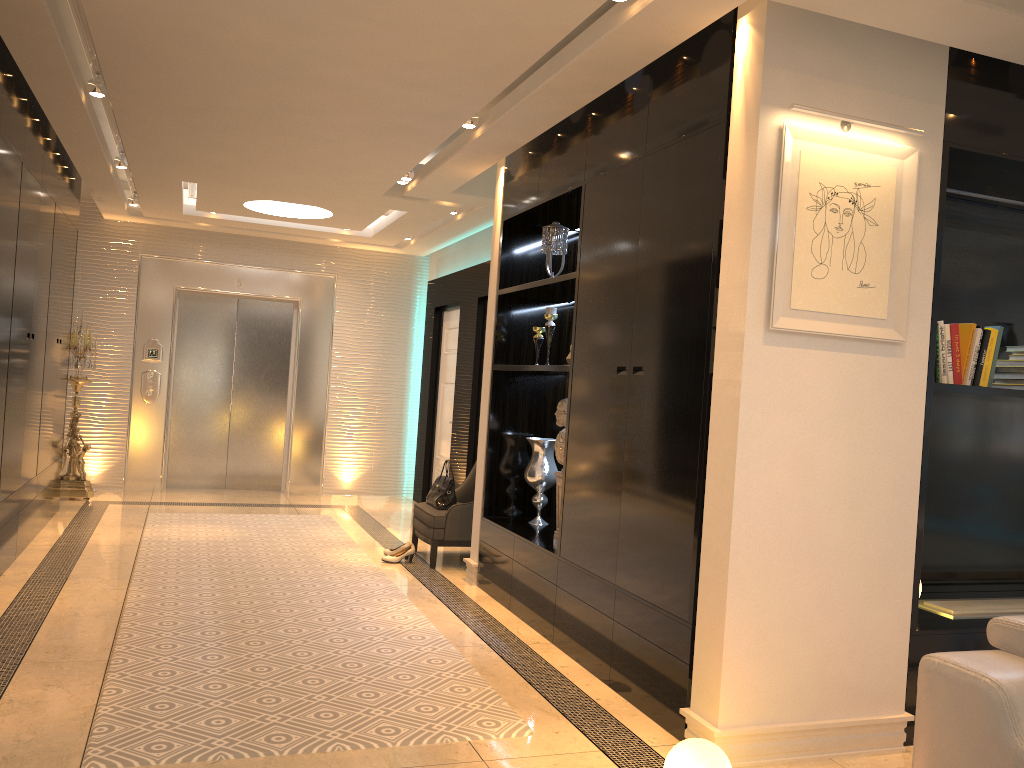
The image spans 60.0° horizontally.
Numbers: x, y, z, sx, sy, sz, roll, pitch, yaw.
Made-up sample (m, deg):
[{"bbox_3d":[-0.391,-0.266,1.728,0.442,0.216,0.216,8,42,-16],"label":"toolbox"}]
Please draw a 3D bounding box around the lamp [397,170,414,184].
[{"bbox_3d":[-0.757,-1.486,6.251,0.107,0.127,0.235,4,0,-20],"label":"lamp"}]

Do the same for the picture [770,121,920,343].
[{"bbox_3d":[1.208,-0.536,3.213,0.610,0.729,0.027,4,0,-20],"label":"picture"}]

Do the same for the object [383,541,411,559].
[{"bbox_3d":[-0.817,1.176,6.359,0.235,0.135,0.084,4,0,28],"label":"object"}]

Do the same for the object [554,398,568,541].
[{"bbox_3d":[0.331,0.477,4.926,0.221,0.794,0.308,4,0,7],"label":"object"}]

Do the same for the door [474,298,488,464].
[{"bbox_3d":[-0.131,0.271,7.330,0.089,2.034,0.919,4,0,-20],"label":"door"}]

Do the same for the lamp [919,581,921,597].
[{"bbox_3d":[1.609,0.848,3.738,0.213,0.214,0.212,4,0,19],"label":"lamp"}]

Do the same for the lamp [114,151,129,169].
[{"bbox_3d":[-2.833,-1.628,6.441,0.107,0.127,0.107,4,0,-1],"label":"lamp"}]

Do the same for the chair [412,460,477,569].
[{"bbox_3d":[-0.324,0.825,6.431,0.702,0.898,0.625,4,0,-19],"label":"chair"}]

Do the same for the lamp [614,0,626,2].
[{"bbox_3d":[0.382,-1.416,3.119,0.107,0.127,0.107,4,0,-39],"label":"lamp"}]

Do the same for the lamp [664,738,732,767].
[{"bbox_3d":[0.581,1.220,2.769,0.213,0.214,0.212,4,0,19],"label":"lamp"}]

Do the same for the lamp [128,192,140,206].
[{"bbox_3d":[-3.391,-1.662,7.962,0.107,0.127,0.107,4,0,-39],"label":"lamp"}]

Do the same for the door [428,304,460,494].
[{"bbox_3d":[-0.627,0.241,8.683,0.089,2.034,0.919,4,0,-20],"label":"door"}]

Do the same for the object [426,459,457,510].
[{"bbox_3d":[-0.496,0.715,6.379,0.168,0.345,0.366,4,0,-21],"label":"object"}]

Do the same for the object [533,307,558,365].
[{"bbox_3d":[0.190,-0.279,5.290,0.079,0.361,0.176,4,0,-39],"label":"object"}]

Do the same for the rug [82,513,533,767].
[{"bbox_3d":[-1.484,1.187,5.360,1.526,0.015,5.025,4,0,-20],"label":"rug"}]

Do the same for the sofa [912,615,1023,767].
[{"bbox_3d":[2.345,1.069,2.267,2.328,0.754,1.145,4,0,-20],"label":"sofa"}]

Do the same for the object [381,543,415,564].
[{"bbox_3d":[-0.788,1.177,6.168,0.235,0.135,0.084,4,0,-18],"label":"object"}]

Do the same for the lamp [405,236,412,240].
[{"bbox_3d":[-1.043,-1.499,8.826,0.107,0.127,0.107,4,0,-39],"label":"lamp"}]

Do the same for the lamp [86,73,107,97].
[{"bbox_3d":[-2.197,-1.589,4.704,0.107,0.127,0.107,4,0,-39],"label":"lamp"}]

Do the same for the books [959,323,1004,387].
[{"bbox_3d":[1.895,-0.116,3.721,0.210,0.261,0.212,4,0,-20],"label":"books"}]

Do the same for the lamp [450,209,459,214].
[{"bbox_3d":[-0.486,-1.465,7.305,0.107,0.127,0.107,4,0,-39],"label":"lamp"}]

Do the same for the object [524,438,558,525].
[{"bbox_3d":[0.180,0.601,5.477,0.221,0.522,0.221,4,0,-15],"label":"object"}]

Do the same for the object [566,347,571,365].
[{"bbox_3d":[0.371,-0.248,4.902,0.113,0.318,0.116,4,0,-21],"label":"object"}]

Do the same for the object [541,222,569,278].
[{"bbox_3d":[0.239,-0.745,5.030,0.155,0.347,0.155,4,0,-40],"label":"object"}]

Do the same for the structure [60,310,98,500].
[{"bbox_3d":[-3.875,0.187,8.167,0.382,1.715,0.811,4,0,4],"label":"structure"}]

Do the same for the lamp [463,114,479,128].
[{"bbox_3d":[-0.232,-1.454,4.812,0.107,0.127,0.107,4,0,-39],"label":"lamp"}]

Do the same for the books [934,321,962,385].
[{"bbox_3d":[1.680,-0.135,3.637,0.240,0.270,0.208,4,0,-20],"label":"books"}]

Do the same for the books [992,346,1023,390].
[{"bbox_3d":[2.301,-0.058,3.896,0.296,0.197,0.260,4,0,-18],"label":"books"}]
